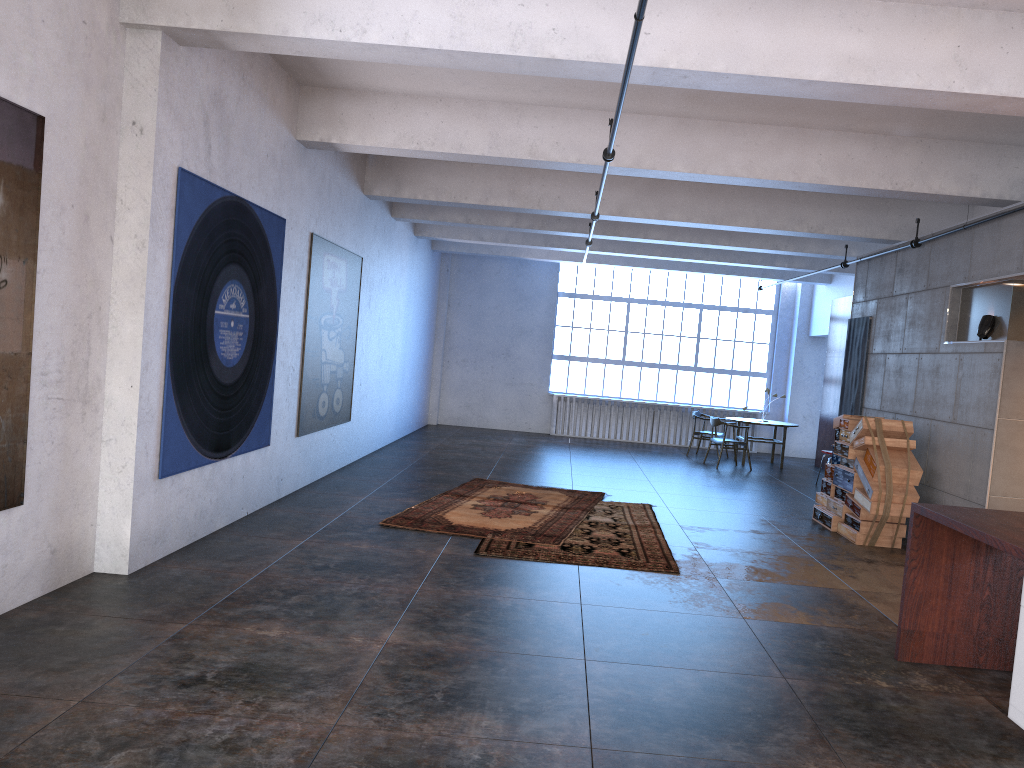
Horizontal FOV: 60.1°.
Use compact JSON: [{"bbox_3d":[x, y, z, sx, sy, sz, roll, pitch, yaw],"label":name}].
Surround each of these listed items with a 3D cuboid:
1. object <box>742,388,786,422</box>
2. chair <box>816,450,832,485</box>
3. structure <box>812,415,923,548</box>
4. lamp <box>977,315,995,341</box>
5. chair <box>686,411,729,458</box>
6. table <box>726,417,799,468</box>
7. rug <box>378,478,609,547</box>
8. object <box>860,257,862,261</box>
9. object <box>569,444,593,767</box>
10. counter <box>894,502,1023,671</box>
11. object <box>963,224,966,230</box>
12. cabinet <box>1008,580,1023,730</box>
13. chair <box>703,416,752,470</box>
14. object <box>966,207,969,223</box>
[{"bbox_3d":[4.609,0.369,16.184,0.772,0.625,0.240,5,3,3],"label":"object"},{"bbox_3d":[5.110,1.135,13.669,0.655,0.989,0.427,5,3,1],"label":"chair"},{"bbox_3d":[3.839,0.992,9.709,0.637,1.316,1.914,5,2,3],"label":"structure"},{"bbox_3d":[4.519,-0.527,8.413,0.214,0.259,0.169,4,3,-17],"label":"lamp"},{"bbox_3d":[3.719,0.968,16.692,0.660,0.865,0.741,6,3,28],"label":"chair"},{"bbox_3d":[4.542,1.107,16.238,1.338,0.852,1.280,3,3,-44],"label":"table"},{"bbox_3d":[-0.003,1.297,9.514,1.860,0.048,3.549,5,2,12],"label":"rug"},{"bbox_3d":[4.950,0.872,1.985,0.063,0.052,0.052,3,3,-40],"label":"object"},{"bbox_3d":[3.815,1.964,5.094,19.722,0.001,27.211,5,2,2],"label":"object"},{"bbox_3d":[2.748,1.351,2.047,1.140,0.972,6.658,5,2,3],"label":"counter"},{"bbox_3d":[4.938,0.905,2.032,0.052,0.053,0.061,2,4,-45],"label":"object"},{"bbox_3d":[2.699,1.398,1.438,0.921,0.931,5.650,5,2,3],"label":"cabinet"},{"bbox_3d":[3.747,1.022,15.288,0.679,0.865,0.721,4,3,-11],"label":"chair"},{"bbox_3d":[4.967,0.860,2.041,0.052,0.053,0.062,3,3,-40],"label":"object"}]
